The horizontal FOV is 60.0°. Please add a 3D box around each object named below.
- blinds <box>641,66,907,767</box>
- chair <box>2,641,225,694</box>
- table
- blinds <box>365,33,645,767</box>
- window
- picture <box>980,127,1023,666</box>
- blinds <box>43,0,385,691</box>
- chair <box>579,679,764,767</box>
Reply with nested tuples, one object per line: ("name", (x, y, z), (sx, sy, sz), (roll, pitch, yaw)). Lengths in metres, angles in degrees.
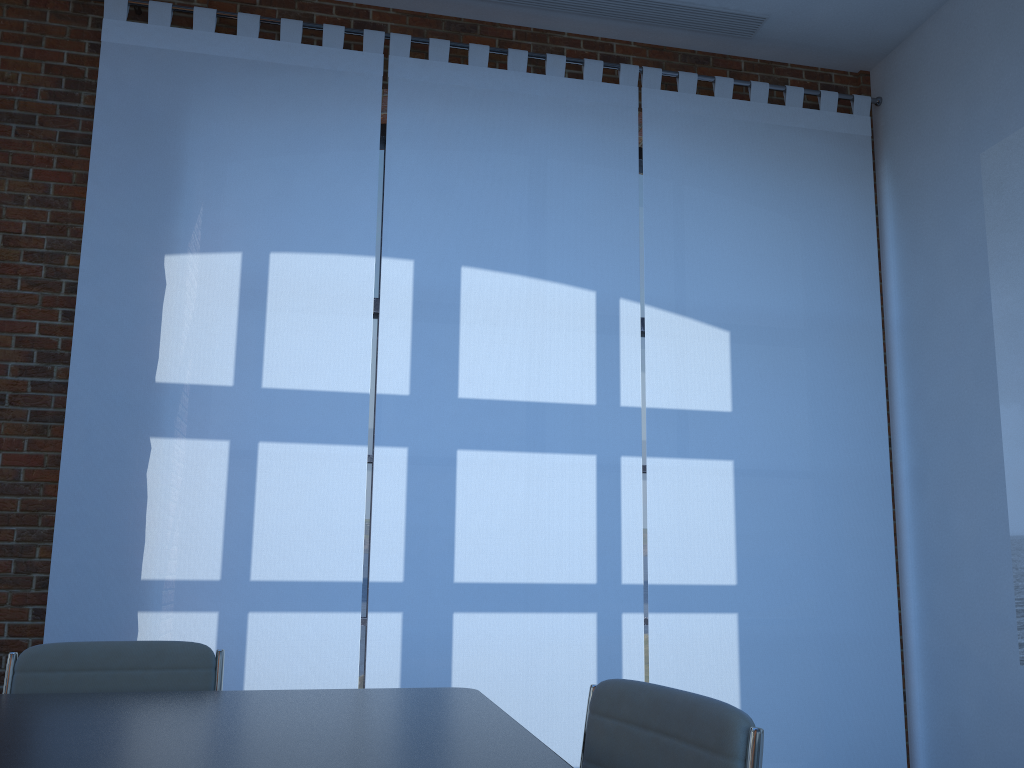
("blinds", (1.332, 0.180, 4.569), (1.359, 3.732, 0.040), (3, -10, -12))
("chair", (-1.012, 1.115, 2.118), (0.560, 0.917, 0.711), (4, -11, -16))
("table", (-2.127, 0.946, 1.090), (4.505, 0.804, 1.822), (3, -12, -12))
("blinds", (0.004, 0.106, 4.295), (1.319, 3.732, 0.040), (3, -10, -12))
("window", (-2.815, 0.170, 4.252), (9.624, 3.585, 0.161), (3, -10, -12))
("picture", (2.581, -0.277, 2.355), (0.024, 2.344, 3.484), (3, -11, -12))
("blinds", (-1.308, 0.034, 4.025), (1.315, 3.732, 0.040), (3, -10, -12))
("chair", (-0.001, 0.992, 1.457), (0.707, 0.917, 0.563), (5, -11, -23))
